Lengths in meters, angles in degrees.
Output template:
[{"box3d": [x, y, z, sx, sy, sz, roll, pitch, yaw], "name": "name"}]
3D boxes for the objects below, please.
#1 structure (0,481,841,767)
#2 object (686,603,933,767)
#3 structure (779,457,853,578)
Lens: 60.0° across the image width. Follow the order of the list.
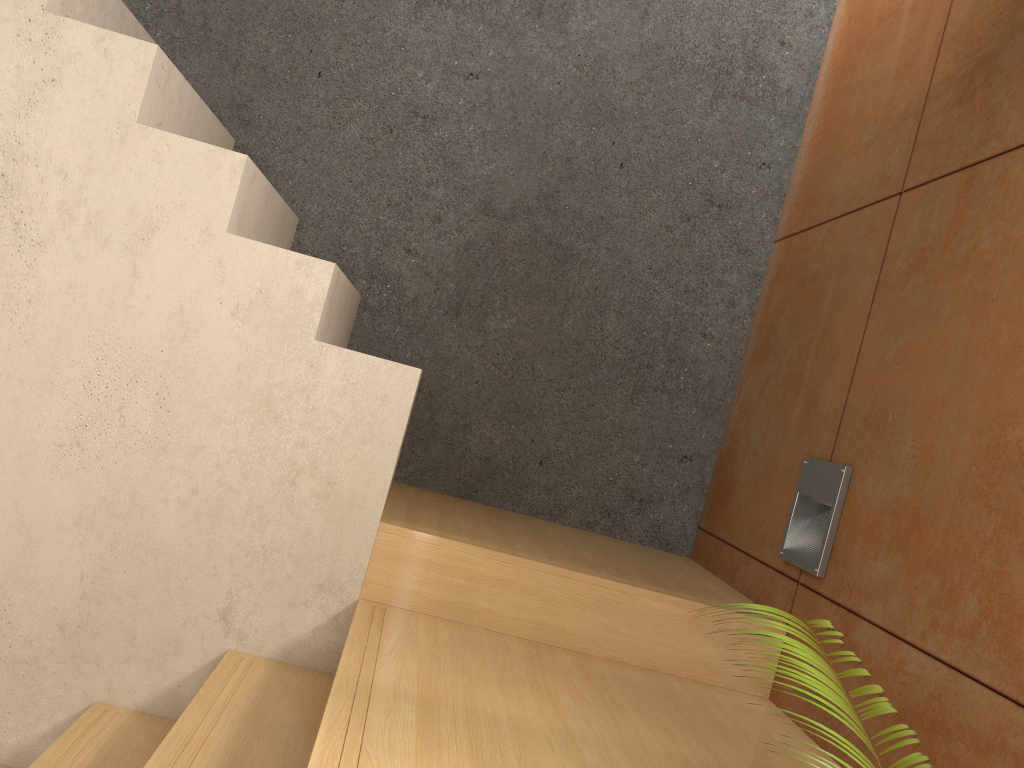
[{"box3d": [-0.622, 0.798, 1.817, 2.400, 1.110, 1.950, 15, -1, -5], "name": "structure"}, {"box3d": [-2.165, 0.355, 0.736, 6.200, 1.455, 4.200, 15, -1, -5], "name": "object"}, {"box3d": [0.758, 0.322, 2.122, 0.096, 0.260, 0.220, 15, -1, -5], "name": "structure"}]
